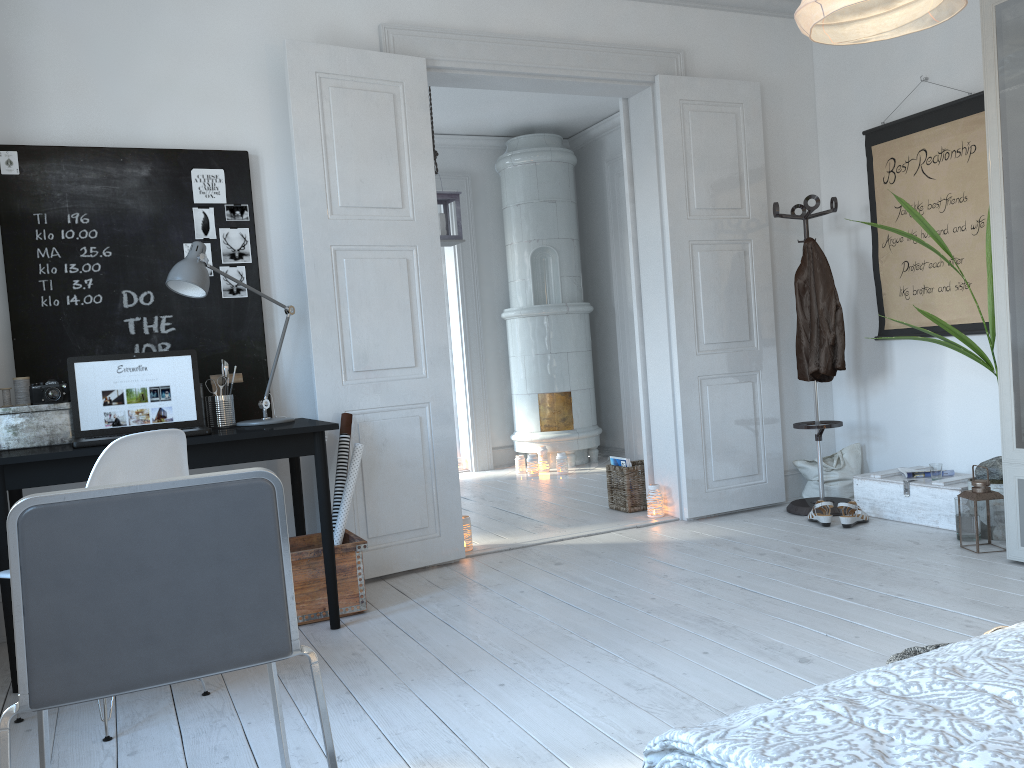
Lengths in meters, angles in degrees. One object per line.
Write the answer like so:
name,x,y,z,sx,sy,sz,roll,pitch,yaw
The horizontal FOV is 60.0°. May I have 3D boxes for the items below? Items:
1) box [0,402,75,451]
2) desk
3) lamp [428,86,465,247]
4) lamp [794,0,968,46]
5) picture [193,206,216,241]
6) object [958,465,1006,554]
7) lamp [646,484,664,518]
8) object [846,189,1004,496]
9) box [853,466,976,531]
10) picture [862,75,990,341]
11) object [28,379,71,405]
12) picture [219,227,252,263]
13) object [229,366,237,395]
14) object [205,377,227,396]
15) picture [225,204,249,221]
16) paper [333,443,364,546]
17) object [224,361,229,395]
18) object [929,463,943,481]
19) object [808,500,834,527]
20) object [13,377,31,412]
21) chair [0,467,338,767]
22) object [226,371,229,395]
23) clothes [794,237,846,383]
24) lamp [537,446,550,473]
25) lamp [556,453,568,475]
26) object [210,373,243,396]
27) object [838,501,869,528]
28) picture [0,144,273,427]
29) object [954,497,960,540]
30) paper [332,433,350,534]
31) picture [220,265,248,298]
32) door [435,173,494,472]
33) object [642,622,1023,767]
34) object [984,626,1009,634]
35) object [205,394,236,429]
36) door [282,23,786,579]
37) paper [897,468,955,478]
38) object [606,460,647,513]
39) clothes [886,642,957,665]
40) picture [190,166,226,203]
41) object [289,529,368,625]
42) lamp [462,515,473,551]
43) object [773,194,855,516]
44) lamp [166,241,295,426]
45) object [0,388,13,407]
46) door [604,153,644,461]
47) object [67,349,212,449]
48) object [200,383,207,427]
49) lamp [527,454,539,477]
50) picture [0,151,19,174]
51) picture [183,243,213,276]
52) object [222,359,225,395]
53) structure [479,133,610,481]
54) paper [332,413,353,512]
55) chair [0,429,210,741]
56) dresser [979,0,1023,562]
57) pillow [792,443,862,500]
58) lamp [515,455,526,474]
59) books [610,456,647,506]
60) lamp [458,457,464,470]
box,-1.745,0.151,3.254,0.317,0.152,0.193,-5,2,-24
desk,-1.260,0.570,3.292,1.158,0.759,0.651,-5,3,-24
lamp,-0.519,-1.782,5.696,0.228,1.763,0.228,-6,3,-28
lamp,0.721,-1.367,1.823,0.339,1.232,0.340,-4,3,7
picture,-1.282,-0.670,3.698,0.083,0.146,0.002,-6,3,-24
object,1.960,0.517,3.699,0.132,0.352,0.137,-4,3,-2
lamp,0.786,0.644,4.878,0.092,0.180,0.093,-7,4,-41
object,2.015,-0.100,3.867,1.044,1.555,0.288,-4,3,5
box,2.057,0.551,4.373,0.376,0.218,0.641,-5,2,-25
picture,2.116,-0.894,4.478,0.057,1.314,0.793,-6,3,-25
object,-1.662,0.027,3.189,0.137,0.087,0.073,-5,3,-24
picture,-1.170,-0.588,3.750,0.121,0.153,0.002,-6,3,-24
object,-1.130,0.049,3.552,0.009,0.240,0.084,-2,4,42
object,-1.180,0.071,3.541,0.081,0.198,0.050,-4,3,1
picture,-1.163,-0.727,3.752,0.095,0.071,0.001,-5,3,-24
paper,-0.691,0.563,3.587,0.041,0.627,0.283,-2,4,44
object,-1.150,0.038,3.559,0.012,0.264,0.062,-3,3,18
object,2.031,0.424,4.244,0.060,0.082,0.060,-3,3,30
object,1.550,0.634,4.469,0.099,0.126,0.272,-4,2,8
object,-1.775,0.040,3.212,0.056,0.130,0.167,-6,3,-26
chair,-0.668,0.556,1.705,0.561,0.798,0.524,-6,3,-25
object,-1.142,0.059,3.552,0.009,0.222,0.082,-4,3,5
clothes,1.605,-0.387,4.650,0.237,0.771,0.211,-4,3,9
lamp,0.249,0.604,7.137,0.098,0.210,0.098,-5,3,-20
lamp,0.392,0.622,6.931,0.089,0.166,0.089,-6,3,-25
object,-1.146,0.064,3.603,0.138,0.209,0.034,-7,4,-44
object,1.691,0.627,4.378,0.099,0.126,0.272,-2,3,38
picture,-1.518,-0.371,3.627,0.952,1.173,0.064,-6,3,-24
object,1.994,0.590,3.880,0.100,0.180,0.100,-3,3,35
paper,-0.717,0.546,3.639,0.043,0.669,0.266,-3,3,21
picture,-1.177,-0.434,3.749,0.103,0.136,0.001,-6,3,-24
door,-1.070,-0.448,7.301,2.597,2.507,0.577,-5,3,-24
object,0.849,0.296,1.036,1.459,0.104,0.405,-5,2,-25
object,0.886,0.665,1.641,0.319,0.351,0.319,-4,2,7
object,-1.162,0.110,3.538,0.108,0.128,0.108,-5,2,-10
door,0.187,-0.457,4.561,2.597,2.507,0.577,-5,3,-24
paper,2.064,0.440,4.429,0.222,0.031,0.175,-4,2,8
object,0.735,0.602,5.255,0.270,0.265,0.224,-5,3,-25
clothes,0.862,0.661,1.694,0.245,0.270,0.297,-5,3,-24
picture,-1.264,-0.832,3.703,0.147,0.154,0.004,-5,3,-24
object,-0.919,0.777,3.452,0.664,0.282,0.339,-5,2,-24
lamp,-0.244,0.742,4.395,0.089,0.166,0.089,-6,3,-32
object,1.611,-0.149,4.732,0.374,1.660,0.374,-5,3,-17
lamp,-1.078,-0.188,3.498,0.230,0.716,0.616,-2,3,36
object,-1.852,0.049,3.249,0.039,0.069,0.040,-6,3,-37
door,1.331,-0.615,6.739,0.306,2.507,1.599,-6,3,-25
object,-1.330,0.042,3.158,0.445,0.315,0.325,-5,3,-24
object,-1.275,0.093,3.564,0.079,0.188,0.078,-2,4,44
lamp,0.163,0.639,6.952,0.089,0.166,0.089,-6,3,-23
picture,-1.928,-0.849,3.400,0.061,0.088,0.004,-6,3,-28
picture,-1.305,-0.515,3.689,0.107,0.150,0.001,-6,3,-24
object,-1.155,0.035,3.556,0.008,0.268,0.060,-5,3,-8
structure,0.220,-0.627,7.293,0.801,2.830,1.246,-3,3,20
paper,-0.725,0.502,3.712,0.048,0.747,0.297,-3,3,21
chair,-1.195,0.553,2.619,0.554,0.825,0.474,-3,3,30
dresser,2.424,-0.420,2.889,0.630,2.165,1.432,-6,3,-25
pillow,1.803,0.501,5.023,0.317,0.314,0.273,-5,3,-24
lamp,0.068,0.649,7.163,0.084,0.146,0.084,-5,3,-20
books,0.721,0.570,5.249,0.201,0.300,0.179,-6,3,-25
lamp,-0.464,0.685,7.610,0.093,0.110,0.093,-5,2,-8
